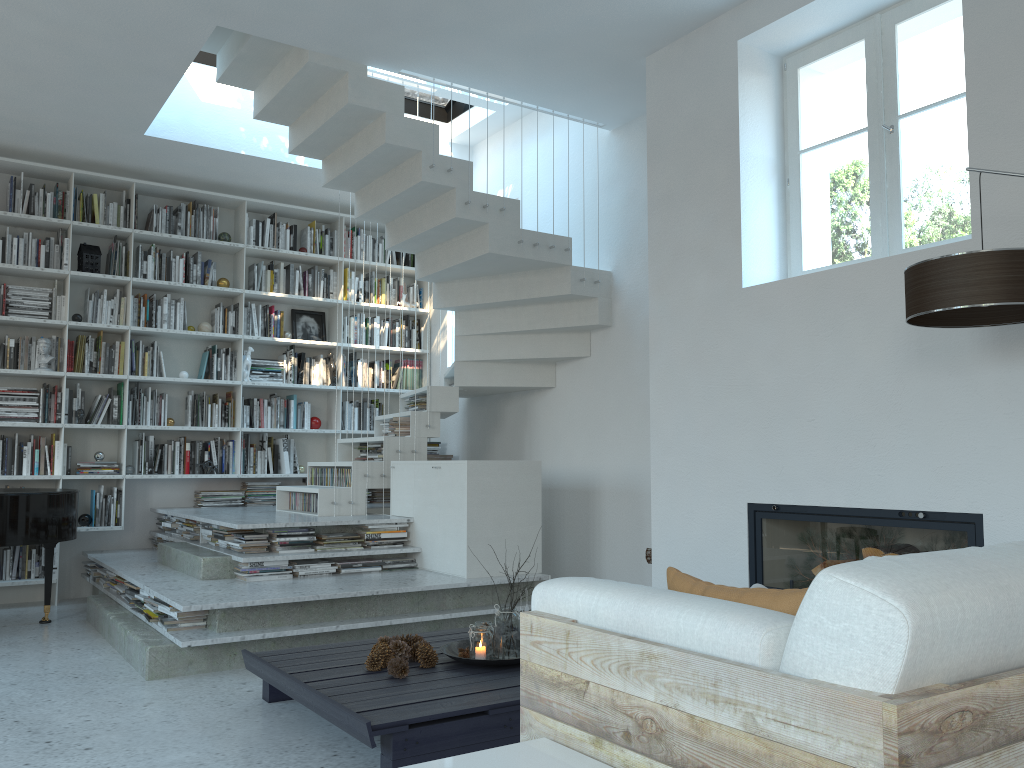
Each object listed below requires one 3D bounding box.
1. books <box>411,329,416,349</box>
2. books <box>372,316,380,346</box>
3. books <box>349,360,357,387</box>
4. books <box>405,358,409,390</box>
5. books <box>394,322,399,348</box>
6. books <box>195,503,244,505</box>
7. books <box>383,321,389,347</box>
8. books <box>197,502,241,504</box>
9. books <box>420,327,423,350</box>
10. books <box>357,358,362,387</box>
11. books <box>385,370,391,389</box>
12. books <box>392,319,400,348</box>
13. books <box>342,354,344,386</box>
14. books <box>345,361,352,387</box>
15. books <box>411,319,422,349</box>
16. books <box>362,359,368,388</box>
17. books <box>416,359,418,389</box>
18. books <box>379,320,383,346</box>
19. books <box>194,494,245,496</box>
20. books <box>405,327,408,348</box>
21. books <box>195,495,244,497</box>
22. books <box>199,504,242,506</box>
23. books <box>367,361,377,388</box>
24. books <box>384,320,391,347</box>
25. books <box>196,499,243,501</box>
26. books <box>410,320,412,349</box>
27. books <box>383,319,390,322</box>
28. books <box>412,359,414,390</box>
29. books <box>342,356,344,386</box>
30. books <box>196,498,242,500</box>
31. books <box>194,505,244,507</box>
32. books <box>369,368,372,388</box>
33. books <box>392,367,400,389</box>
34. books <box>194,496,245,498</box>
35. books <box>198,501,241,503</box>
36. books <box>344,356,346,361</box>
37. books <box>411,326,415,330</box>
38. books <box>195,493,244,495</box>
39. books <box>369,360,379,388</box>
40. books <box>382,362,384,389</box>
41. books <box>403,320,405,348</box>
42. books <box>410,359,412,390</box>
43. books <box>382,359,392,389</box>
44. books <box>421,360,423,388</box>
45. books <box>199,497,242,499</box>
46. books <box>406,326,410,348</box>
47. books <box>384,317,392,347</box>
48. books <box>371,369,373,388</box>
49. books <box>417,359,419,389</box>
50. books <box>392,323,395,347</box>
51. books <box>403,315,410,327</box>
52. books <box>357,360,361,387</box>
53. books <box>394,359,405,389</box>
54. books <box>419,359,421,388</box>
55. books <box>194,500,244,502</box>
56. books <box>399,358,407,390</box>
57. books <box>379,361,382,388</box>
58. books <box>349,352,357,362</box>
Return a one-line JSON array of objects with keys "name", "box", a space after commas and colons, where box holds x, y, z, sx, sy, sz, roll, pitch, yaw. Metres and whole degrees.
[{"name": "books", "box": [-0.931, -0.392, 8.088, 0.029, 0.195, 0.192, 3, -6, -33]}, {"name": "books", "box": [-1.230, -0.453, 7.903, 0.030, 0.283, 0.166, 3, -5, -33]}, {"name": "books", "box": [-1.402, -0.077, 7.751, 0.022, 0.243, 0.171, 3, -6, -33]}, {"name": "books", "box": [-0.978, -0.078, 8.022, 0.018, 0.293, 0.169, 3, -5, -33]}, {"name": "books", "box": [-1.071, -0.427, 8.018, 0.025, 0.252, 0.160, 3, -6, -33]}, {"name": "books", "box": [-2.335, 0.952, 7.062, 0.346, 0.007, 0.193, 3, -6, -28]}, {"name": "books", "box": [-1.162, -0.430, 7.939, 0.045, 0.245, 0.177, 3, -6, -33]}, {"name": "books", "box": [-2.337, 0.945, 7.065, 0.308, 0.008, 0.195, 3, -6, -29]}, {"name": "books", "box": [-0.863, -0.399, 8.142, 0.021, 0.218, 0.184, 3, -6, -33]}, {"name": "books", "box": [-1.357, -0.084, 7.794, 0.022, 0.265, 0.157, 3, -6, -33]}, {"name": "books", "box": [-1.130, -0.031, 7.912, 0.024, 0.181, 0.191, 3, -6, -33]}, {"name": "books", "box": [-1.050, -0.442, 8.022, 0.012, 0.282, 0.151, 3, -5, -33]}, {"name": "books", "box": [-1.497, -0.105, 7.712, 0.010, 0.292, 0.164, 3, -5, -33]}, {"name": "books", "box": [-1.453, -0.074, 7.749, 0.066, 0.236, 0.144, 3, -6, -33]}, {"name": "books", "box": [-0.888, -0.437, 8.126, 0.042, 0.292, 0.186, 3, -6, -33]}, {"name": "books", "box": [-1.318, -0.081, 7.805, 0.056, 0.261, 0.176, 3, -6, -33]}, {"name": "books", "box": [-0.907, -0.073, 8.079, 0.018, 0.293, 0.169, 3, -5, -33]}, {"name": "books", "box": [-1.197, -0.435, 7.941, 0.012, 0.254, 0.161, 3, -6, -33]}, {"name": "books", "box": [-2.331, 0.885, 7.069, 0.346, 0.007, 0.193, 4, -7, -38]}, {"name": "books", "box": [-0.996, -0.404, 8.046, 0.025, 0.211, 0.188, 3, -6, -33]}, {"name": "books", "box": [-2.336, 0.893, 7.076, 0.346, 0.007, 0.193, 3, -6, -31]}, {"name": "books", "box": [-2.337, 0.960, 7.064, 0.308, 0.008, 0.195, 4, -7, -37]}, {"name": "books", "box": [-1.245, -0.069, 7.859, 0.022, 0.247, 0.181, 3, -6, -33]}, {"name": "books", "box": [-1.137, -0.435, 7.963, 0.023, 0.258, 0.184, 3, -6, -33]}, {"name": "books", "box": [-2.334, 0.923, 7.066, 0.308, 0.008, 0.195, 4, -7, -38]}, {"name": "books", "box": [-0.958, -0.435, 8.094, 0.013, 0.283, 0.149, 3, -5, -33]}, {"name": "books", "box": [-1.137, -0.440, 7.993, 0.010, 0.273, 0.130, 3, -5, -33]}, {"name": "books", "box": [-0.938, -0.074, 8.060, 0.018, 0.293, 0.169, 3, -5, -33]}, {"name": "books", "box": [-1.503, -0.100, 7.689, 0.025, 0.277, 0.160, 3, -5, -33]}, {"name": "books", "box": [-2.341, 0.916, 7.077, 0.308, 0.008, 0.195, 3, -6, -33]}, {"name": "books", "box": [-2.336, 0.967, 7.063, 0.346, 0.007, 0.193, 3, -6, -29]}, {"name": "books", "box": [-1.285, -0.043, 7.824, 0.023, 0.189, 0.169, 3, -6, -33]}, {"name": "books", "box": [-1.070, -0.040, 7.972, 0.088, 0.217, 0.167, 3, -6, -33]}, {"name": "books", "box": [-2.334, 0.900, 7.073, 0.346, 0.007, 0.193, 4, -6, -36]}, {"name": "books", "box": [-2.339, 0.938, 7.070, 0.308, 0.008, 0.195, 3, -6, -31]}, {"name": "books", "box": [-1.486, -0.097, 7.730, 0.010, 0.278, 0.147, 3, -5, -33]}, {"name": "books", "box": [-0.929, -0.405, 8.133, 0.024, 0.230, 0.131, 3, -5, -33]}, {"name": "books", "box": [-2.336, 0.878, 7.077, 0.346, 0.007, 0.193, 3, -6, -31]}, {"name": "books", "box": [-1.229, -0.073, 7.882, 0.029, 0.259, 0.171, 3, -6, -33]}, {"name": "books", "box": [-1.183, -0.064, 7.925, 0.025, 0.248, 0.134, 3, -5, -33]}, {"name": "books", "box": [-1.019, -0.433, 8.035, 0.028, 0.267, 0.173, 3, -6, -33]}, {"name": "books", "box": [-0.955, -0.075, 8.053, 0.018, 0.293, 0.169, 3, -5, -33]}, {"name": "books", "box": [-1.125, -0.076, 7.953, 0.026, 0.277, 0.170, 3, -6, -33]}, {"name": "books", "box": [-0.864, -0.070, 8.113, 0.018, 0.293, 0.169, 3, -5, -33]}, {"name": "books", "box": [-2.332, 0.907, 7.068, 0.308, 0.008, 0.195, 3, -6, -28]}, {"name": "books", "box": [-0.980, -0.406, 8.068, 0.025, 0.219, 0.177, 3, -6, -33]}, {"name": "books", "box": [-1.120, -0.448, 7.999, 0.024, 0.291, 0.132, 3, -5, -33]}, {"name": "books", "box": [-1.275, -0.038, 7.856, 0.030, 0.184, 0.137, 3, -6, -33]}, {"name": "books", "box": [-0.895, -0.071, 8.093, 0.018, 0.293, 0.169, 3, -5, -33]}, {"name": "books", "box": [-1.099, -0.420, 8.012, 0.028, 0.237, 0.146, 3, -6, -33]}, {"name": "books", "box": [-0.973, -0.459, 8.095, 0.013, 0.330, 0.140, 3, -5, -33]}, {"name": "books", "box": [-1.371, -0.076, 7.770, 0.026, 0.245, 0.181, 3, -6, -33]}, {"name": "books", "box": [-1.037, -0.077, 7.999, 0.072, 0.291, 0.169, 3, -6, -33]}, {"name": "books", "box": [-0.874, -0.071, 8.094, 0.018, 0.293, 0.169, 3, -5, -33]}, {"name": "books", "box": [-2.338, 0.931, 7.072, 0.346, 0.007, 0.193, 4, -6, -35]}, {"name": "books", "box": [-1.006, -0.078, 8.020, 0.033, 0.293, 0.169, 3, -5, -33]}, {"name": "books", "box": [-1.197, -0.068, 7.912, 0.012, 0.254, 0.161, 3, -6, -33]}, {"name": "books", "box": [-1.397, -0.114, 7.779, 0.012, 0.321, 0.141, 3, -5, -33]}]
